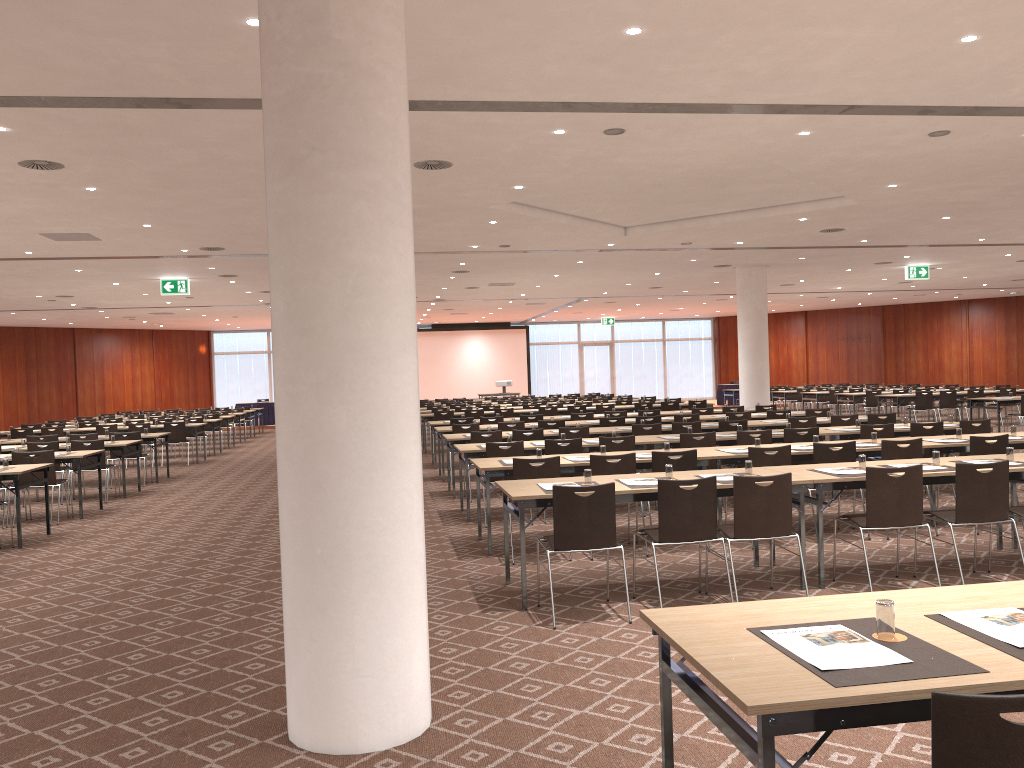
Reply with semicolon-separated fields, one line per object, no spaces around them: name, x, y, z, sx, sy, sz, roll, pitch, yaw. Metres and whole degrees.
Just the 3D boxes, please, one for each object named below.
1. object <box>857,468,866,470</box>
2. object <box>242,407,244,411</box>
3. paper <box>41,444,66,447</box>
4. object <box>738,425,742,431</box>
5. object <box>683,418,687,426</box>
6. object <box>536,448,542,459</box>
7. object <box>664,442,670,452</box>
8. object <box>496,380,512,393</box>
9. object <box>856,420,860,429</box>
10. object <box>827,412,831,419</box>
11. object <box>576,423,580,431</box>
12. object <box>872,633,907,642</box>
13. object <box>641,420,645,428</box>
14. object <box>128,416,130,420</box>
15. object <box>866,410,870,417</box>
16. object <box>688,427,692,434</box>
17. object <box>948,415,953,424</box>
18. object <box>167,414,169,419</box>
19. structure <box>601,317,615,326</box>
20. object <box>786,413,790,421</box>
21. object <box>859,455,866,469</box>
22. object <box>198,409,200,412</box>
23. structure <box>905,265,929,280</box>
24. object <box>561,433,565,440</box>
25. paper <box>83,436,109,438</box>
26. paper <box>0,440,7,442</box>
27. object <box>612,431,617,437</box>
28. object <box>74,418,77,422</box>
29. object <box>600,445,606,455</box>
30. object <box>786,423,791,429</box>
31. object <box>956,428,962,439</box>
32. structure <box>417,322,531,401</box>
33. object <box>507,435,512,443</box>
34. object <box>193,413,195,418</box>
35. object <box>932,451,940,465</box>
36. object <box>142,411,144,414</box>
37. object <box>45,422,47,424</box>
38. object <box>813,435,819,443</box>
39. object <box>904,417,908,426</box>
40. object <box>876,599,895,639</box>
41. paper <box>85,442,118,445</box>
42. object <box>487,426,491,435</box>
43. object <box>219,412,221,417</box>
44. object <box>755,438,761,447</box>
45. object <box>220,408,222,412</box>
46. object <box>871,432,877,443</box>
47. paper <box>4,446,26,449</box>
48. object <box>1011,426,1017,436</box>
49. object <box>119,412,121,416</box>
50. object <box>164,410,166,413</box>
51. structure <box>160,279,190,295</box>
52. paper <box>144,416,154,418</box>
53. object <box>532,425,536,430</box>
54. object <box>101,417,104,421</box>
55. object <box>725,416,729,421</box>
object;2.817;0.684;7.130;0.102;0.001;0.102;-3;1;-42
object;-8.255;0.768;27.205;0.054;0.114;0.054;-2;1;-20
paper;-7.080;0.948;13.702;0.283;0.006;0.398;-2;1;-9
object;2.874;0.574;11.176;0.054;0.114;0.054;-1;1;25
object;2.563;0.561;13.152;0.054;0.114;0.054;-2;1;-20
object;0.270;0.696;8.760;0.054;0.114;0.054;-2;1;-20
object;1.566;0.648;8.956;0.054;0.114;0.054;-1;1;25
object;-0.303;0.112;33.623;0.576;0.472;0.614;-2;1;-9
object;4.459;0.516;11.423;0.054;0.114;0.054;-2;1;3
object;4.819;0.478;13.486;0.054;0.114;0.054;-3;2;-42
object;0.960;0.620;12.913;0.054;0.114;0.054;-3;2;-42
object;1.186;0.795;2.786;0.102;0.001;0.102;-3;1;-42
object;1.924;0.585;13.063;0.054;0.114;0.054;-2;1;-20
object;-9.894;0.878;22.914;0.054;0.114;0.054;-3;2;-42
object;5.452;0.454;13.592;0.054;0.114;0.054;-2;1;-20
object;2.223;0.599;11.073;0.054;0.114;0.054;-1;1;25
object;5.749;0.468;11.620;0.054;0.114;0.054;-3;2;-42
object;-8.949;0.844;23.056;0.054;0.114;0.054;-2;1;-20
structure;4.234;-2.756;39.101;0.587;0.346;0.105;-2;1;-9
object;4.171;0.501;13.403;0.054;0.114;0.054;-3;2;-42
object;2.813;0.627;7.118;0.054;0.114;0.054;-3;2;-42
object;-9.534;0.815;27.006;0.054;0.114;0.054;-2;1;-20
structure;9.969;-2.745;21.824;0.587;0.346;0.105;-2;1;-9
object;0.625;0.658;10.845;0.054;0.114;0.054;-3;2;-42
paper;-7.334;0.938;15.595;0.460;0.003;0.565;-2;1;-8
paper;-8.954;0.997;15.384;0.460;0.003;0.565;-2;1;-8
object;1.261;0.634;10.937;0.054;0.114;0.054;-3;2;-42
object;-11.185;0.926;22.717;0.054;0.114;0.054;-3;2;-42
object;0.912;0.672;8.872;0.054;0.114;0.054;-2;1;3
object;3.515;0.551;11.268;0.054;0.114;0.054;-1;1;25
object;4.761;0.529;9.444;0.054;0.114;0.054;-1;1;25
structure;-1.759;-0.970;39.692;5.158;3.526;0.395;-2;1;-9
object;-0.029;0.682;10.754;0.054;0.114;0.054;-1;1;25
object;-8.309;0.820;23.146;0.054;0.114;0.054;-2;1;-20
object;3.452;0.603;7.216;0.054;0.114;0.054;-3;2;-42
object;-11.144;0.875;26.770;0.054;0.114;0.054;-3;2;-42
object;-10.897;0.940;20.745;0.054;0.114;0.054;-1;1;25
object;3.157;0.589;9.210;0.054;0.114;0.054;-2;1;-20
object;5.115;0.491;11.516;0.054;0.114;0.054;-3;2;-42
object;1.173;0.738;2.785;0.054;0.114;0.054;-3;2;-42
paper;-6.398;0.928;13.748;0.460;0.003;0.565;-2;1;-9
object;-0.324;0.668;12.729;0.054;0.114;0.054;-2;1;-20
object;-7.650;0.795;23.249;0.054;0.114;0.054;-2;1;-20
object;2.520;0.612;9.096;0.054;0.114;0.054;-2;1;-20
object;-8.896;0.792;27.107;0.054;0.114;0.054;-2;1;-20
object;3.800;0.565;9.303;0.054;0.114;0.054;-2;1;-20
paper;-7.641;0.974;13.520;0.460;0.003;0.565;-2;1;-8
object;5.400;0.506;9.546;0.054;0.114;0.054;-1;1;25
object;-11.784;0.899;26.679;0.054;0.114;0.054;-3;2;-42
object;-10.501;0.851;26.874;0.054;0.114;0.054;-3;2;-42
structure;-7.306;-2.106;19.237;0.587;0.346;0.105;-2;1;-9
paper;-10.331;0.930;24.777;0.460;0.003;0.565;-2;1;-5
object;0.313;0.644;12.824;0.054;0.114;0.054;-2;1;-20
object;-10.539;0.902;22.823;0.054;0.114;0.054;-3;2;-42
object;3.212;0.537;13.246;0.054;0.114;0.054;-1;1;25
